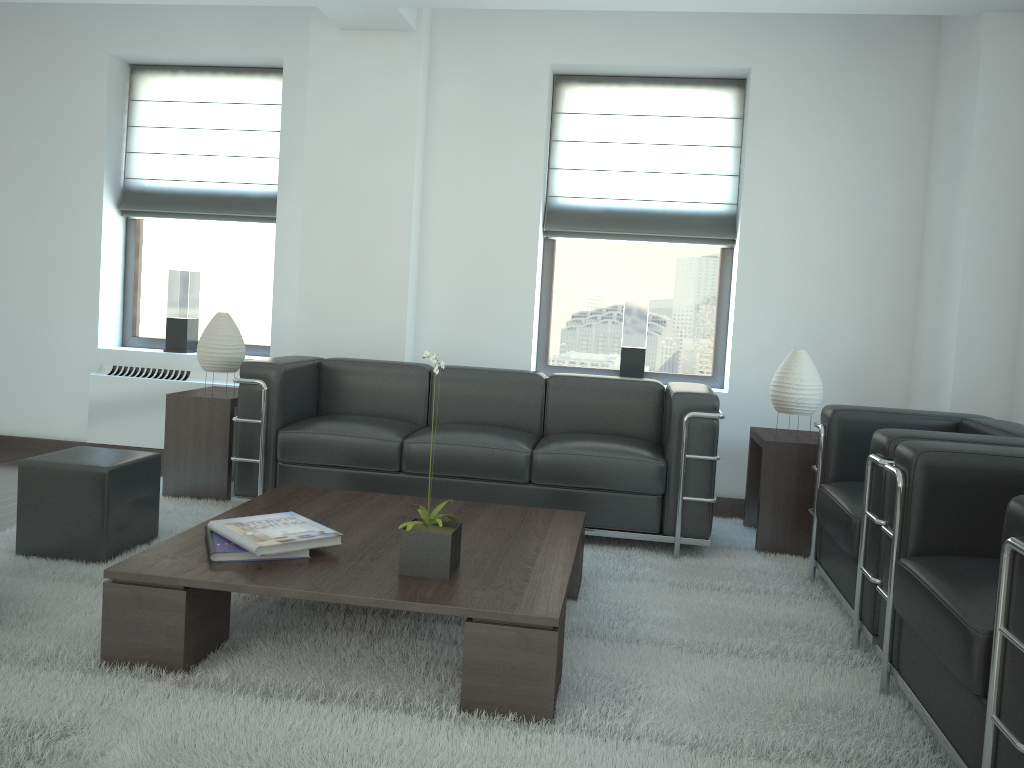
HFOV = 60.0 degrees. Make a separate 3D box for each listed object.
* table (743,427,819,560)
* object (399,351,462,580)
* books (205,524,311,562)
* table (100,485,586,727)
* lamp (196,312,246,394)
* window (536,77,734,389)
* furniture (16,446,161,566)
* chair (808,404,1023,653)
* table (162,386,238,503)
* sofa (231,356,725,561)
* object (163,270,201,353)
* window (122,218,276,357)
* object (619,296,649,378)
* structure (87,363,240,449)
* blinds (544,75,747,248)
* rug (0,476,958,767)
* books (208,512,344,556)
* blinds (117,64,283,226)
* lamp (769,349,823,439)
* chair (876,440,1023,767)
[{"bbox_3d":[2.058,0.803,6.579,0.526,0.843,0.787,4,4,8],"label":"table"},{"bbox_3d":[-0.352,0.348,4.012,0.252,0.990,0.336,4,3,8],"label":"object"},{"bbox_3d":[-1.227,0.749,4.249,0.446,0.045,0.519,2,5,-21],"label":"books"},{"bbox_3d":[-0.652,1.000,4.579,1.936,0.440,1.924,4,5,8],"label":"table"},{"bbox_3d":[-2.324,-0.251,7.084,0.374,0.653,0.375,4,4,12],"label":"lamp"},{"bbox_3d":[1.147,-1.381,8.059,1.701,2.727,0.146,4,3,8],"label":"window"},{"bbox_3d":[-2.584,0.726,5.453,0.588,0.578,0.603,4,4,8],"label":"furniture"},{"bbox_3d":[2.356,0.785,4.965,1.124,1.168,1.649,4,4,8],"label":"chair"},{"bbox_3d":[-2.368,0.486,7.184,0.526,0.843,0.787,4,4,8],"label":"table"},{"bbox_3d":[-0.252,0.486,6.653,3.477,1.168,1.125,4,4,8],"label":"sofa"},{"bbox_3d":[-3.135,-0.690,8.448,0.239,0.775,0.244,4,3,8],"label":"object"},{"bbox_3d":[-2.912,-1.672,8.614,1.701,2.727,0.146,4,3,8],"label":"window"},{"bbox_3d":[1.084,-0.388,7.872,0.239,0.775,0.244,4,3,8],"label":"object"},{"bbox_3d":[-3.171,0.224,8.169,1.462,0.725,0.194,4,3,8],"label":"structure"},{"bbox_3d":[1.169,-1.993,7.868,1.686,1.474,0.222,4,3,8],"label":"blinds"},{"bbox_3d":[-0.254,1.182,4.959,6.253,0.110,5.178,4,5,8],"label":"rug"},{"bbox_3d":[-1.135,0.710,4.239,0.446,0.045,0.519,-1,6,-41],"label":"books"},{"bbox_3d":[-2.888,-2.284,8.422,1.686,1.474,0.222,4,3,8],"label":"blinds"},{"bbox_3d":[2.078,0.064,6.483,0.375,0.653,0.375,6,4,37],"label":"lamp"},{"bbox_3d":[2.116,0.911,3.299,1.124,1.168,1.649,4,4,8],"label":"chair"}]
